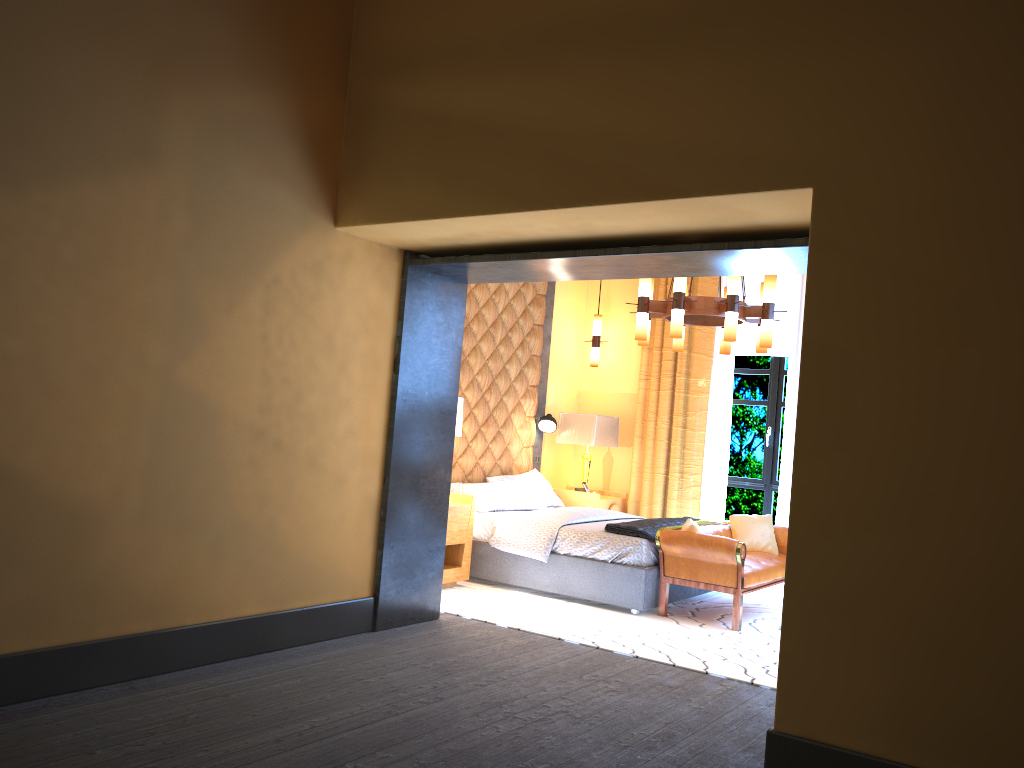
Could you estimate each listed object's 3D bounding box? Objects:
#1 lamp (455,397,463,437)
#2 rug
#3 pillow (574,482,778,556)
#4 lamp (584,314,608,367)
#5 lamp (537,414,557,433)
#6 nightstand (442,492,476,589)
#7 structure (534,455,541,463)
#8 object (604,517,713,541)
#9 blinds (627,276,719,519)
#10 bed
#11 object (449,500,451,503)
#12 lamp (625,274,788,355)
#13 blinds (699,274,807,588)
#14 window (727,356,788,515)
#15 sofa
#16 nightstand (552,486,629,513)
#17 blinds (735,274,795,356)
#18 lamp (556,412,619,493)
[{"bbox_3d":[-0.700,0.473,6.644,0.424,0.802,0.506,3,-3,34],"label":"lamp"},{"bbox_3d":[1.170,1.662,6.685,3.700,0.016,3.392,3,-4,34],"label":"rug"},{"bbox_3d":[1.450,1.151,7.489,1.147,0.407,2.629,6,-3,-14],"label":"pillow"},{"bbox_3d":[0.857,-0.439,9.024,0.199,0.531,0.199,5,-2,-11],"label":"lamp"},{"bbox_3d":[0.521,0.408,8.584,0.568,0.218,0.231,5,-3,-8],"label":"lamp"},{"bbox_3d":[-0.769,1.149,6.611,0.720,0.699,0.709,3,-3,34],"label":"nightstand"},{"bbox_3d":[0.242,0.730,8.619,0.016,0.071,0.103,3,-3,34],"label":"structure"},{"bbox_3d":[1.214,1.113,6.908,0.405,0.104,1.463,3,-4,34],"label":"object"},{"bbox_3d":[2.279,-0.240,8.088,2.449,4.143,0.134,3,-2,34],"label":"blinds"},{"bbox_3d":[0.539,1.187,7.362,2.105,0.824,1.891,3,-4,34],"label":"bed"},{"bbox_3d":[-0.494,0.888,6.698,0.064,0.018,0.111,5,-3,-1],"label":"object"},{"bbox_3d":[1.501,-1.357,6.625,1.142,2.167,1.140,6,-3,-33],"label":"lamp"},{"bbox_3d":[2.291,-0.212,8.177,2.049,4.073,0.237,3,-2,32],"label":"blinds"},{"bbox_3d":[2.469,0.361,8.394,1.199,2.998,0.130,3,-2,34],"label":"window"},{"bbox_3d":[1.685,1.384,6.665,0.650,0.640,1.617,3,-3,34],"label":"sofa"},{"bbox_3d":[0.686,1.393,8.781,0.720,0.689,0.681,3,-3,34],"label":"nightstand"},{"bbox_3d":[2.551,-0.699,8.420,1.199,0.872,0.013,3,-3,34],"label":"blinds"},{"bbox_3d":[0.732,0.704,8.700,0.424,0.802,0.506,3,-3,34],"label":"lamp"}]
